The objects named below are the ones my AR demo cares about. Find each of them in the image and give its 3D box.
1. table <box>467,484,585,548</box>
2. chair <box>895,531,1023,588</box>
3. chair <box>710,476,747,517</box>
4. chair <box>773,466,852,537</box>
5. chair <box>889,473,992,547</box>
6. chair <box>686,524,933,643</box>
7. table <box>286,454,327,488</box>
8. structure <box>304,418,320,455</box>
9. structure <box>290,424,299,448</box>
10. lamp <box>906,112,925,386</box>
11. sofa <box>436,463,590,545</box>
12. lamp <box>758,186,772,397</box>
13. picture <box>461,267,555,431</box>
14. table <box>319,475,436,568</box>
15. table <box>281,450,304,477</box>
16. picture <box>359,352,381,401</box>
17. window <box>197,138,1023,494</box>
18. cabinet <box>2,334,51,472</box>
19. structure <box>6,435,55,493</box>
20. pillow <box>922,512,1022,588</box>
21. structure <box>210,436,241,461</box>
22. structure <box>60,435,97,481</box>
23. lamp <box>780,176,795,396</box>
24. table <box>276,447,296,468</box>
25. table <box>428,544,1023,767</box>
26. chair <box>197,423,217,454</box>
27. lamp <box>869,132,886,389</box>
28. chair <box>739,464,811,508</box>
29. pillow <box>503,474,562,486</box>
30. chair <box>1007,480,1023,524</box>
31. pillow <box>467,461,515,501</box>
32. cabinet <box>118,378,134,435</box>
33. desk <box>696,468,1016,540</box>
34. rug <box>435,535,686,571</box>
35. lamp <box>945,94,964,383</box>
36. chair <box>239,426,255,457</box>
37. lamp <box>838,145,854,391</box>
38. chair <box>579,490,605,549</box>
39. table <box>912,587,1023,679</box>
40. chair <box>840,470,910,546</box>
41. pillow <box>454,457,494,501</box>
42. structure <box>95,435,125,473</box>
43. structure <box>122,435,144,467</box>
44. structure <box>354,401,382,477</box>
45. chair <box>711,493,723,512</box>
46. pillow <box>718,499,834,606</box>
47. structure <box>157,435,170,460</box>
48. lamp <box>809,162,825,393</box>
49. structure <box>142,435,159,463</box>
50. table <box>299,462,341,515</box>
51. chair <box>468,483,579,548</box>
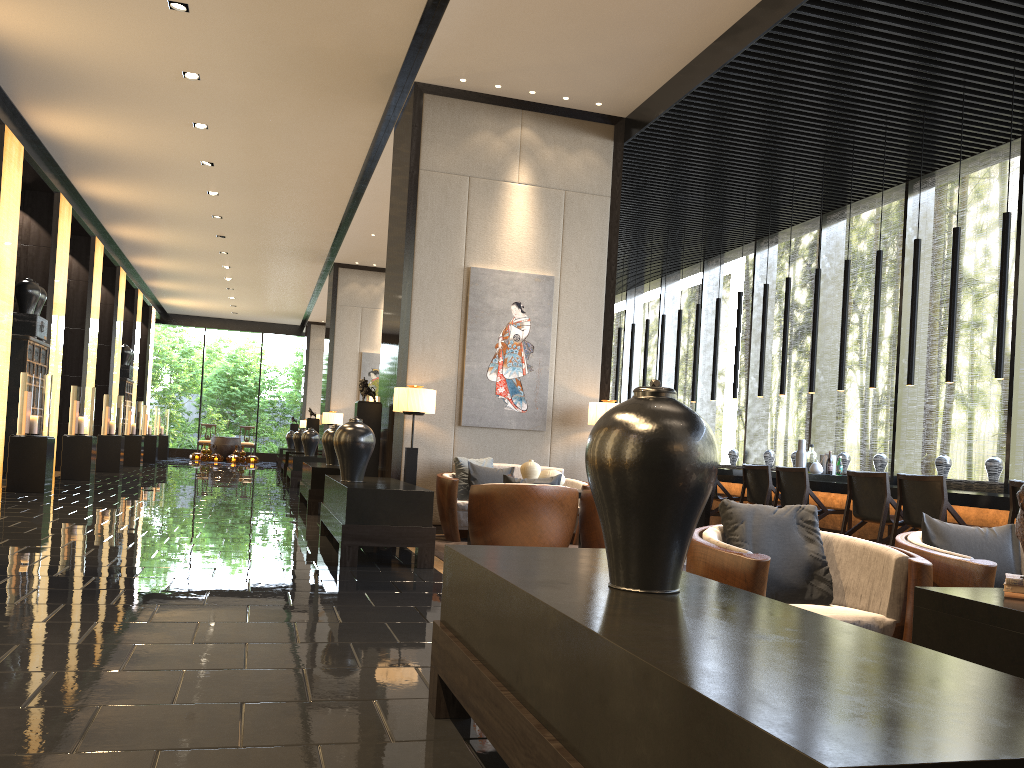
[{"bbox_3d":[0.217,1.122,7.286,1.043,0.517,0.576,4,-3,-16],"label":"table"},{"bbox_3d":[1.773,0.875,3.284,0.804,0.603,0.606,4,-3,-16],"label":"chair"},{"bbox_3d":[2.193,1.244,9.406,0.563,0.826,0.526,4,-2,-16],"label":"chair"},{"bbox_3d":[2.633,1.156,7.880,0.563,0.826,0.526,4,-2,-16],"label":"chair"},{"bbox_3d":[3.072,1.069,6.354,0.563,0.826,0.526,4,-2,-16],"label":"chair"},{"bbox_3d":[0.953,0.810,3.047,0.804,0.603,0.606,4,-3,-16],"label":"chair"},{"bbox_3d":[-3.555,1.501,15.376,0.621,0.512,1.962,4,-4,-16],"label":"table"},{"bbox_3d":[-3.922,1.278,17.296,0.240,1.216,0.240,4,-1,-16],"label":"structure"},{"bbox_3d":[-6.408,1.775,25.929,0.240,1.216,0.240,4,-1,-16],"label":"structure"},{"bbox_3d":[3.496,-1.192,7.633,0.060,2.418,0.060,4,-1,-21],"label":"lamp"},{"bbox_3d":[0.003,1.084,8.086,1.450,0.692,0.603,4,-3,-16],"label":"sofa"},{"bbox_3d":[2.843,-1.061,9.902,0.060,2.418,0.060,4,-1,-21],"label":"lamp"},{"bbox_3d":[-0.036,-0.325,8.456,0.835,1.500,0.037,4,-1,-16],"label":"picture"},{"bbox_3d":[-1.076,1.005,6.766,0.621,0.512,1.962,4,-4,-16],"label":"table"},{"bbox_3d":[-4.625,1.715,19.092,0.621,0.512,1.962,4,-4,-16],"label":"table"},{"bbox_3d":[-2.510,0.170,17.049,0.835,1.500,0.037,4,-1,-16],"label":"picture"},{"bbox_3d":[-2.823,-0.480,13.098,12.066,4.221,31.918,4,-4,-16],"label":"window"},{"bbox_3d":[-6.627,0.355,11.772,0.548,1.921,1.188,4,-2,-16],"label":"cabinet"},{"bbox_3d":[-5.686,0.941,10.468,0.402,0.657,0.402,4,-2,-16],"label":"structure"},{"bbox_3d":[1.756,0.670,3.403,0.442,0.338,0.205,4,-2,-9],"label":"pillow"},{"bbox_3d":[-8.450,1.918,26.105,0.875,0.709,0.874,5,-3,-28],"label":"structure"},{"bbox_3d":[-6.499,1.103,13.290,0.402,0.657,0.402,4,-2,-16],"label":"structure"},{"bbox_3d":[2.962,-1.085,9.487,0.060,2.418,0.060,4,-1,-21],"label":"lamp"},{"bbox_3d":[-6.041,1.999,24.009,0.621,0.512,1.962,4,-4,-16],"label":"table"},{"bbox_3d":[0.320,0.726,1.918,0.621,0.512,1.962,4,-4,-16],"label":"table"},{"bbox_3d":[-9.160,1.734,26.610,0.521,1.075,0.536,4,-2,-16],"label":"chair"},{"bbox_3d":[3.362,-1.165,8.100,0.060,2.418,0.060,4,-1,-21],"label":"lamp"},{"bbox_3d":[2.473,1.188,8.433,0.563,0.826,0.526,4,-2,-16],"label":"chair"},{"bbox_3d":[0.139,0.785,6.214,0.442,0.338,0.205,4,-2,-9],"label":"pillow"},{"bbox_3d":[3.352,1.012,5.380,0.563,0.826,0.526,4,-2,-16],"label":"chair"},{"bbox_3d":[-0.195,0.884,7.970,0.472,0.360,0.219,4,-2,-19],"label":"pillow"},{"bbox_3d":[-9.067,0.843,20.247,0.548,1.921,1.188,4,-2,-16],"label":"cabinet"},{"bbox_3d":[1.324,1.548,13.760,1.782,0.758,28.763,4,-4,-16],"label":"desk"},{"bbox_3d":[0.252,1.383,7.294,1.960,0.008,2.244,5,-4,-16],"label":"rug"},{"bbox_3d":[3.620,-1.216,7.205,0.060,2.418,0.060,4,-1,-21],"label":"lamp"},{"bbox_3d":[-8.078,1.820,26.922,0.521,1.075,0.536,4,-2,-16],"label":"chair"},{"bbox_3d":[3.236,-1.140,8.538,0.060,2.418,0.060,4,-1,-21],"label":"lamp"},{"bbox_3d":[0.918,1.069,6.563,0.804,0.603,0.606,4,-3,-16],"label":"chair"},{"bbox_3d":[1.660,0.834,2.276,1.043,0.517,0.576,4,-3,-16],"label":"table"},{"bbox_3d":[2.913,1.100,6.907,0.563,0.826,0.526,4,-2,-16],"label":"chair"},{"bbox_3d":[-0.333,0.864,8.092,0.434,0.399,0.201,5,-2,-38],"label":"pillow"},{"bbox_3d":[-7.311,1.266,16.112,0.402,0.657,0.402,4,-2,-16],"label":"structure"},{"bbox_3d":[-8.124,1.428,18.934,0.402,0.657,0.402,4,-2,-16],"label":"structure"},{"bbox_3d":[-1.443,0.782,8.686,0.240,1.216,0.240,4,-1,-16],"label":"structure"},{"bbox_3d":[2.034,1.276,9.959,0.563,0.826,0.526,4,-2,-16],"label":"chair"},{"bbox_3d":[0.933,0.601,3.164,0.399,0.362,0.222,4,-2,-15],"label":"pillow"},{"bbox_3d":[-9.749,1.753,24.578,0.402,0.657,0.402,4,-2,-16],"label":"structure"},{"bbox_3d":[3.107,-1.114,8.985,0.060,2.418,0.060,4,-1,-21],"label":"lamp"},{"bbox_3d":[-8.936,1.591,21.756,0.402,0.657,0.402,4,-2,-16],"label":"structure"},{"bbox_3d":[-2.146,1.219,10.482,0.621,0.512,1.962,4,-4,-16],"label":"table"},{"bbox_3d":[0.097,1.004,6.327,0.804,0.603,0.606,4,-3,-16],"label":"chair"}]
